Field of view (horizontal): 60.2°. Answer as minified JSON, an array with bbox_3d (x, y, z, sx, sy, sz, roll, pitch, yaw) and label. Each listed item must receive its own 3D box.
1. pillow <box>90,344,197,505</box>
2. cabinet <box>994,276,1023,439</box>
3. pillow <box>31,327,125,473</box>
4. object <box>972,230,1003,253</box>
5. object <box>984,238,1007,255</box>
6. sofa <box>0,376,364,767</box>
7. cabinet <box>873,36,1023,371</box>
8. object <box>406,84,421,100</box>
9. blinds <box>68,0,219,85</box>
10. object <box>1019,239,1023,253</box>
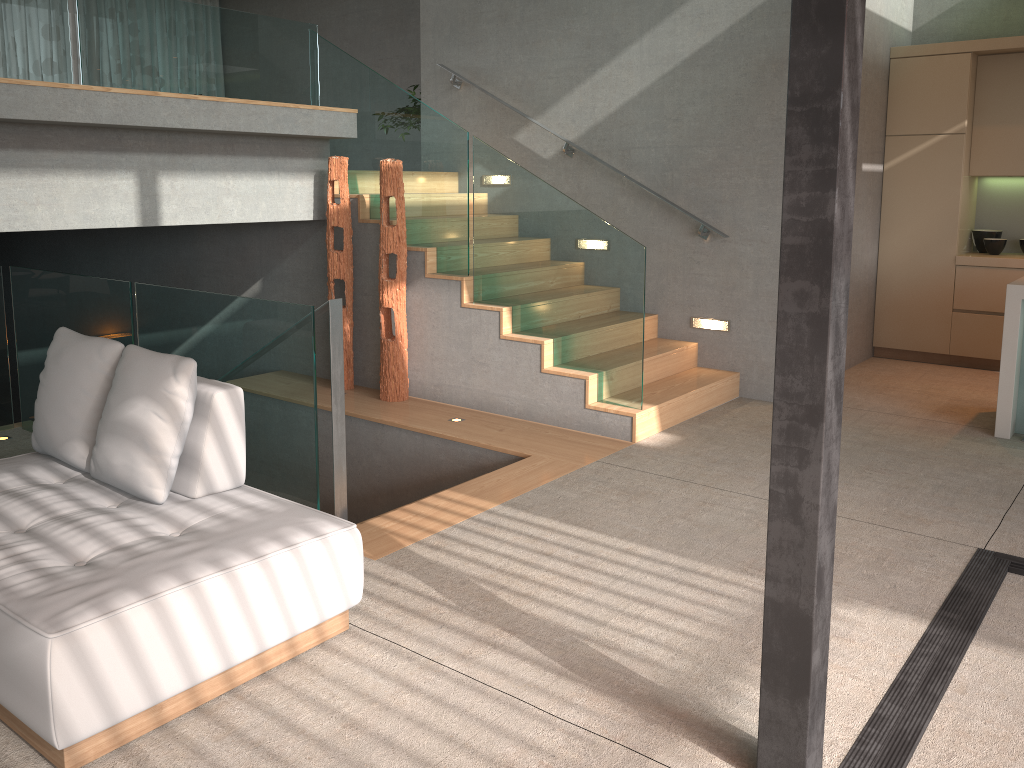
[{"bbox_3d":[-1.306,0.133,3.141,0.495,0.477,0.268,9,12,38],"label":"pillow"},{"bbox_3d":[4.696,0.089,4.171,4.144,0.888,0.807,10,14,37],"label":"cabinet"},{"bbox_3d":[-1.684,0.054,3.434,0.495,0.492,0.240,8,12,38],"label":"pillow"},{"bbox_3d":[3.951,-1.186,7.361,0.225,0.185,0.228,3,11,15],"label":"object"},{"bbox_3d":[3.920,-1.113,7.177,0.170,0.125,0.171,5,12,24],"label":"object"},{"bbox_3d":[-1.408,0.419,2.947,1.605,0.724,1.021,9,15,37],"label":"sofa"},{"bbox_3d":[5.798,-0.897,4.817,7.512,2.535,1.981,10,14,37],"label":"cabinet"},{"bbox_3d":[-0.739,-2.712,9.519,1.432,1.197,1.249,-4,11,-19],"label":"object"},{"bbox_3d":[-5.668,-4.274,12.267,0.224,2.695,3.881,6,13,37],"label":"blinds"},{"bbox_3d":[4.189,-1.104,7.137,0.170,0.125,0.171,5,12,24],"label":"object"}]
